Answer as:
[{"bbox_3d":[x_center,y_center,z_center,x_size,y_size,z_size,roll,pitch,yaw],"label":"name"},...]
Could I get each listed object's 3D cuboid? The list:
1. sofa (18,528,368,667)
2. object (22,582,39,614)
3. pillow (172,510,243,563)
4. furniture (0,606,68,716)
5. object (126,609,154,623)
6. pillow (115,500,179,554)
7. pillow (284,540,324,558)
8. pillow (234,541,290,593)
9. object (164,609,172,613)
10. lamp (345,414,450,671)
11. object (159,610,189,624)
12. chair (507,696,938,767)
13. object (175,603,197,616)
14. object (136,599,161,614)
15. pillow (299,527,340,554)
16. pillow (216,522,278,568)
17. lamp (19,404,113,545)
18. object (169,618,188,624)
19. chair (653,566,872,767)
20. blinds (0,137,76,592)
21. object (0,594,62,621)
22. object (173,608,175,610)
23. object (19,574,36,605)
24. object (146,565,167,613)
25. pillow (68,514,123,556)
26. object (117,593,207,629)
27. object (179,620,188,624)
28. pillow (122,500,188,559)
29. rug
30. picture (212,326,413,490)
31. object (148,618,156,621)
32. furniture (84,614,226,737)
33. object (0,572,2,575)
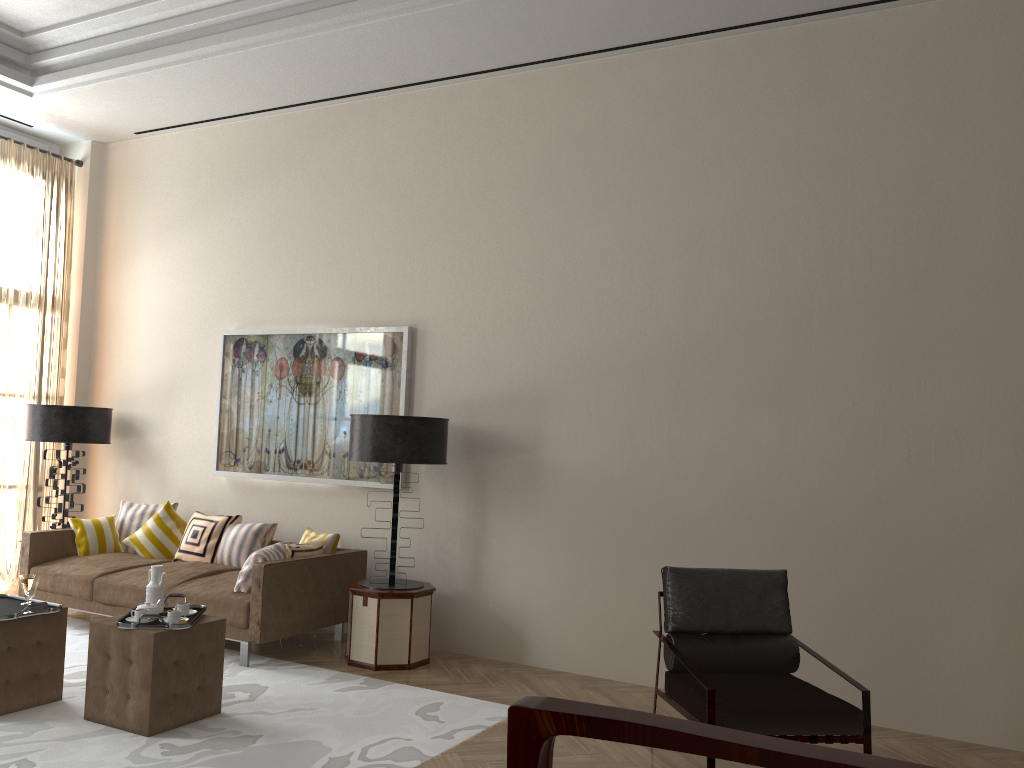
[{"bbox_3d":[-2.962,1.851,8.136,2.978,0.818,1.354,1,-4,28],"label":"sofa"},{"bbox_3d":[-3.080,1.367,5.659,0.098,0.191,0.098,1,-3,27],"label":"object"},{"bbox_3d":[-2.918,1.506,8.485,0.617,0.547,0.404,1,-3,31],"label":"pillow"},{"bbox_3d":[-3.358,1.769,5.772,0.613,0.615,0.614,1,-3,28],"label":"furniture"},{"bbox_3d":[-2.293,1.433,5.485,0.176,0.067,0.176,2,-4,3],"label":"object"},{"bbox_3d":[-3.747,1.479,8.981,0.623,0.575,0.356,2,-3,6],"label":"pillow"},{"bbox_3d":[-1.865,1.556,7.613,0.303,0.411,0.465,1,-3,26],"label":"pillow"},{"bbox_3d":[-2.066,1.523,7.306,0.327,0.427,0.499,2,-3,16],"label":"pillow"},{"bbox_3d":[-2.256,1.491,5.811,0.049,0.025,0.053,3,-4,-6],"label":"object"},{"bbox_3d":[-0.984,1.281,7.397,0.829,2.016,0.831,1,-3,28],"label":"lamp"},{"bbox_3d":[-2.116,1.458,5.554,0.176,0.067,0.176,1,-4,29],"label":"object"},{"bbox_3d":[0.100,1.146,0.712,0.656,1.504,0.879,1,-3,28],"label":"chair"},{"bbox_3d":[-2.155,1.475,5.808,0.176,0.067,0.176,1,-4,26],"label":"object"},{"bbox_3d":[-2.332,1.439,5.668,0.136,0.105,0.176,1,-4,24],"label":"object"},{"bbox_3d":[-1.788,1.550,7.950,0.297,0.475,0.515,5,-4,-41],"label":"pillow"},{"bbox_3d":[-2.556,1.578,8.359,0.659,0.565,0.371,1,-3,23],"label":"pillow"},{"bbox_3d":[-4.729,1.244,9.364,0.829,2.016,0.831,1,-3,32],"label":"lamp"},{"bbox_3d":[-2.071,1.478,5.505,0.041,0.015,0.187,2,-4,14],"label":"object"},{"bbox_3d":[1.350,1.671,5.019,0.877,1.134,1.136,3,-3,-7],"label":"chair"},{"bbox_3d":[-5.413,-0.153,9.568,0.418,4.869,1.244,1,-3,30],"label":"blinds"},{"bbox_3d":[-3.342,1.422,5.779,0.802,0.092,0.492,1,-4,28],"label":"object"},{"bbox_3d":[-2.221,1.494,5.820,0.041,0.015,0.187,4,-4,-21],"label":"object"},{"bbox_3d":[-3.252,1.378,5.938,0.098,0.191,0.098,4,-3,-37],"label":"object"},{"bbox_3d":[-2.344,1.349,5.832,0.113,0.305,0.125,4,-3,-25],"label":"object"},{"bbox_3d":[-4.065,1.507,8.697,0.318,0.432,0.483,0,-4,37],"label":"pillow"},{"bbox_3d":[-2.231,1.455,5.683,0.441,0.101,0.721,3,-4,-9],"label":"object"},{"bbox_3d":[-2.037,1.478,5.492,0.049,0.025,0.053,1,-4,29],"label":"object"},{"bbox_3d":[-3.431,1.460,8.728,0.767,0.616,0.356,4,-3,-19],"label":"pillow"},{"bbox_3d":[-3.727,1.979,5.049,5.729,0.065,5.527,1,-4,28],"label":"rug"},{"bbox_3d":[-1.970,0.204,8.536,2.266,1.479,0.080,1,-3,26],"label":"picture"},{"bbox_3d":[-2.229,1.456,5.492,0.052,0.027,0.080,4,-4,-15],"label":"object"},{"bbox_3d":[-2.262,1.810,5.645,0.613,0.615,0.614,1,-3,28],"label":"furniture"},{"bbox_3d":[-3.513,1.370,5.994,0.098,0.191,0.098,3,-3,-15],"label":"object"}]
